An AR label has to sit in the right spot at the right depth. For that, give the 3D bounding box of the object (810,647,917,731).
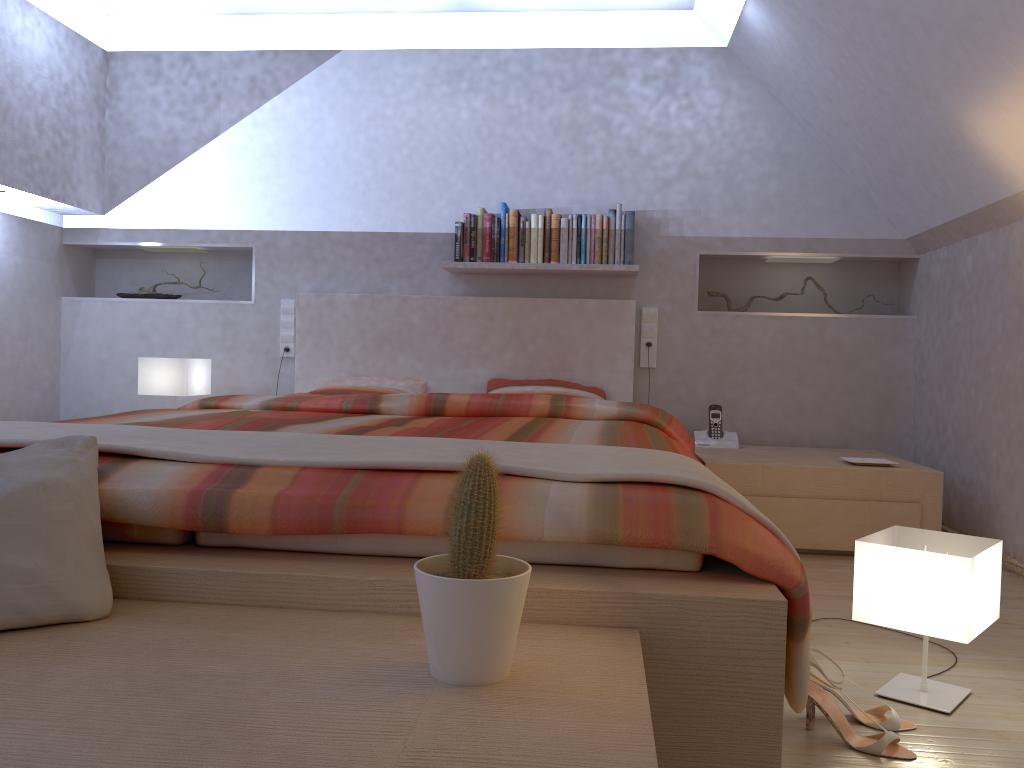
[{"bbox_3d":[0.672,0.595,1.744,0.235,0.132,0.079,2,1,11],"label":"object"}]

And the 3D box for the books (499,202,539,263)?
[{"bbox_3d":[0.040,-0.704,4.210,0.178,0.281,0.200,2,1,6],"label":"books"}]

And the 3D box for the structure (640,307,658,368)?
[{"bbox_3d":[0.658,-0.223,4.264,0.077,0.286,0.034,2,1,6],"label":"structure"}]

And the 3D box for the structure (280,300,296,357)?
[{"bbox_3d":[-1.120,-0.278,4.443,0.077,0.286,0.034,2,1,6],"label":"structure"}]

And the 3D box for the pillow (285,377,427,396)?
[{"bbox_3d":[-0.711,0.059,4.113,0.572,0.180,0.492,2,1,6],"label":"pillow"}]

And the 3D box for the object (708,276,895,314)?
[{"bbox_3d":[1.418,-0.429,4.331,0.905,0.193,0.085,2,1,6],"label":"object"}]

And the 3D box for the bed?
[{"bbox_3d":[-0.400,0.108,2.851,2.087,0.994,3.009,2,1,6],"label":"bed"}]

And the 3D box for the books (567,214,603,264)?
[{"bbox_3d":[0.346,-0.669,4.181,0.159,0.231,0.200,2,1,6],"label":"books"}]

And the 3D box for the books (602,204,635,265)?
[{"bbox_3d":[0.498,-0.690,4.164,0.145,0.281,0.200,2,1,6],"label":"books"}]

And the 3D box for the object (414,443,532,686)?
[{"bbox_3d":[-0.048,0.215,1.084,0.144,0.294,0.144,2,2,31],"label":"object"}]

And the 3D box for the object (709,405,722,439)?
[{"bbox_3d":[0.930,0.179,4.052,0.060,0.169,0.079,2,1,6],"label":"object"}]

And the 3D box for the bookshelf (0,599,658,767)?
[{"bbox_3d":[-0.596,0.490,1.044,1.495,0.303,0.643,2,1,6],"label":"bookshelf"}]

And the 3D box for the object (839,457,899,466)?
[{"bbox_3d":[1.380,0.303,3.436,0.179,0.015,0.177,2,1,6],"label":"object"}]

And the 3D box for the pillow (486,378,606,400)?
[{"bbox_3d":[0.138,0.073,3.978,0.566,0.188,0.497,2,1,6],"label":"pillow"}]

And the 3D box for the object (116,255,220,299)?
[{"bbox_3d":[-1.789,-0.558,4.658,0.589,0.242,0.183,2,1,4],"label":"object"}]

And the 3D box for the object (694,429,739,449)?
[{"bbox_3d":[0.925,0.245,4.035,0.192,0.087,0.153,2,1,6],"label":"object"}]

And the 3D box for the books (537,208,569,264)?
[{"bbox_3d":[0.198,-0.688,4.190,0.140,0.260,0.209,2,1,6],"label":"books"}]

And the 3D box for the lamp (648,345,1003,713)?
[{"bbox_3d":[0.848,0.241,2.991,0.396,0.788,2.551,2,1,-4],"label":"lamp"}]

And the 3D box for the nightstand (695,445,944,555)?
[{"bbox_3d":[1.190,0.464,3.701,0.859,0.329,0.847,2,1,6],"label":"nightstand"}]

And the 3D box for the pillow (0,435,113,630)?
[{"bbox_3d":[-0.881,0.212,1.318,0.498,0.241,0.470,1,2,-29],"label":"pillow"}]

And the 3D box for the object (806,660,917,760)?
[{"bbox_3d":[0.629,0.597,1.650,0.235,0.132,0.079,3,2,37],"label":"object"}]

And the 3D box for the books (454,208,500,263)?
[{"bbox_3d":[-0.153,-0.699,4.223,0.209,0.260,0.215,2,1,6],"label":"books"}]

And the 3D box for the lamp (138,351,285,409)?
[{"bbox_3d":[-1.454,0.081,4.233,0.318,0.515,0.684,3,2,34],"label":"lamp"}]

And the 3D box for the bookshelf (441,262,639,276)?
[{"bbox_3d":[0.136,-0.545,4.200,0.916,0.028,0.223,2,1,6],"label":"bookshelf"}]
